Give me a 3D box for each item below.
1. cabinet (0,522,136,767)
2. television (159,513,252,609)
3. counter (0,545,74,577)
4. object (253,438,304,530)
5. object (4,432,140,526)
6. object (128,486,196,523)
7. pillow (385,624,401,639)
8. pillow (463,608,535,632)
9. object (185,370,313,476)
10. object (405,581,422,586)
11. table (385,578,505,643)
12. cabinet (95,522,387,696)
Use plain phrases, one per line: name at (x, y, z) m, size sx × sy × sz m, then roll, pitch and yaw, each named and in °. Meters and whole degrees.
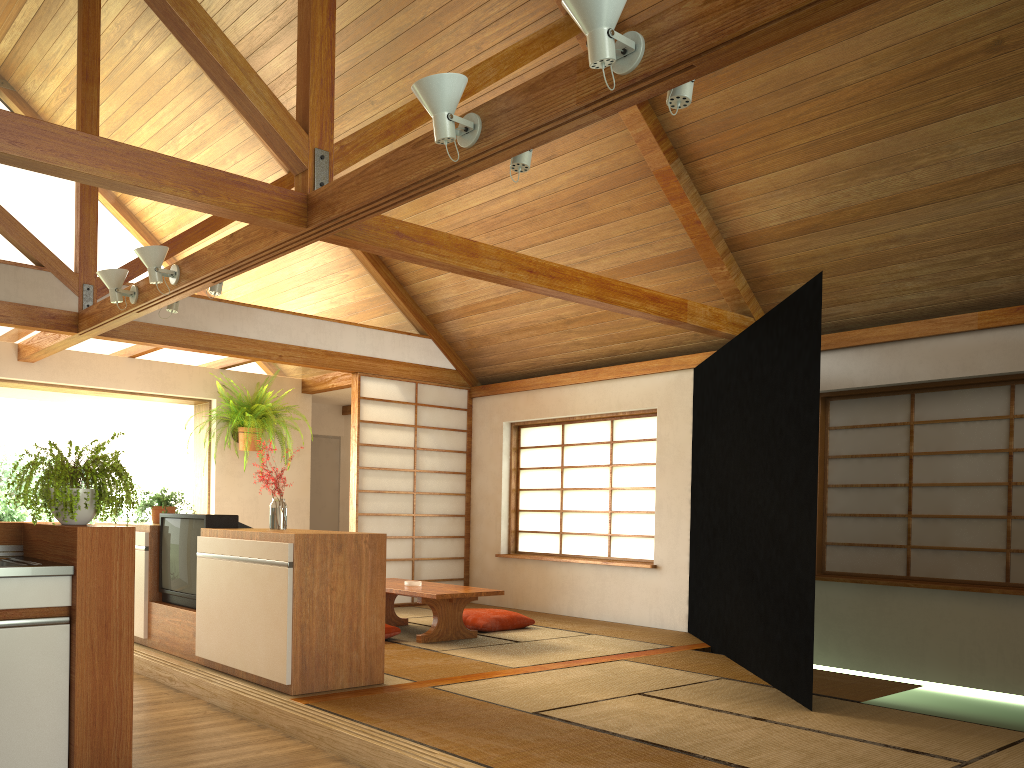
cabinet at (-2.588, 0.834, 2.507) m, size 2.608 × 0.876 × 0.901 m, roll 8°, pitch -7°, yaw -41°
television at (-1.748, 1.044, 5.205) m, size 0.459 × 0.537 × 0.687 m, roll 4°, pitch -6°, yaw -42°
counter at (-2.590, 0.545, 2.373) m, size 2.421 × 0.168 × 0.663 m, roll 8°, pitch -11°, yaw -41°
object at (-1.288, 0.541, 4.752) m, size 0.222 × 0.499 × 0.241 m, roll 2°, pitch -1°, yaw -35°
object at (-1.603, 0.356, 3.221) m, size 0.436 × 0.349 × 0.518 m, roll 2°, pitch -6°, yaw -17°
object at (-2.445, 0.891, 6.059) m, size 0.507 × 0.375 × 0.566 m, roll 0°, pitch -6°, yaw 9°
pillow at (-1.111, 1.620, 5.806) m, size 0.603 × 0.148 × 0.522 m, roll -6°, pitch -11°, yaw 42°
pillow at (-0.219, 1.757, 6.559) m, size 0.522 × 0.131 × 0.603 m, roll 8°, pitch -11°, yaw -42°
object at (-2.414, 0.391, 8.306) m, size 1.131 × 1.124 × 1.195 m, roll -2°, pitch -5°, yaw 42°
object at (-0.689, 1.390, 6.101) m, size 0.125 × 0.030 × 0.114 m, roll -2°, pitch -9°, yaw 22°
table at (-0.697, 1.578, 6.129) m, size 0.563 × 0.334 × 1.292 m, roll 6°, pitch -9°, yaw -42°
cabinet at (-1.773, 1.216, 5.188) m, size 0.521 × 0.735 × 2.846 m, roll 3°, pitch -7°, yaw -42°
